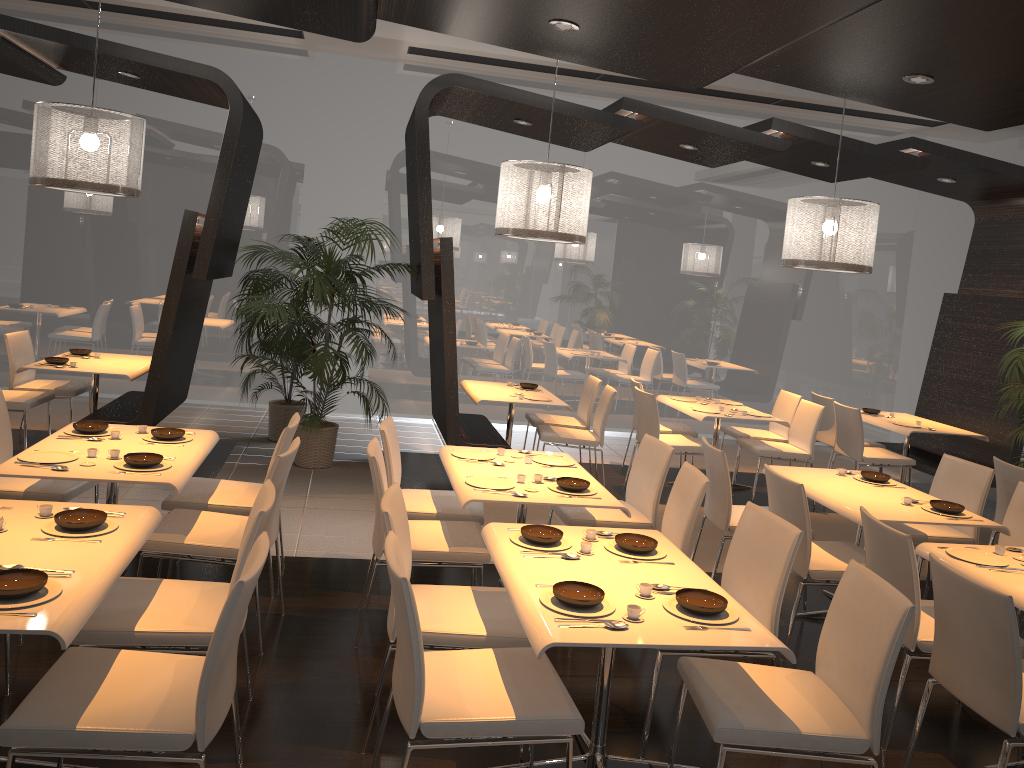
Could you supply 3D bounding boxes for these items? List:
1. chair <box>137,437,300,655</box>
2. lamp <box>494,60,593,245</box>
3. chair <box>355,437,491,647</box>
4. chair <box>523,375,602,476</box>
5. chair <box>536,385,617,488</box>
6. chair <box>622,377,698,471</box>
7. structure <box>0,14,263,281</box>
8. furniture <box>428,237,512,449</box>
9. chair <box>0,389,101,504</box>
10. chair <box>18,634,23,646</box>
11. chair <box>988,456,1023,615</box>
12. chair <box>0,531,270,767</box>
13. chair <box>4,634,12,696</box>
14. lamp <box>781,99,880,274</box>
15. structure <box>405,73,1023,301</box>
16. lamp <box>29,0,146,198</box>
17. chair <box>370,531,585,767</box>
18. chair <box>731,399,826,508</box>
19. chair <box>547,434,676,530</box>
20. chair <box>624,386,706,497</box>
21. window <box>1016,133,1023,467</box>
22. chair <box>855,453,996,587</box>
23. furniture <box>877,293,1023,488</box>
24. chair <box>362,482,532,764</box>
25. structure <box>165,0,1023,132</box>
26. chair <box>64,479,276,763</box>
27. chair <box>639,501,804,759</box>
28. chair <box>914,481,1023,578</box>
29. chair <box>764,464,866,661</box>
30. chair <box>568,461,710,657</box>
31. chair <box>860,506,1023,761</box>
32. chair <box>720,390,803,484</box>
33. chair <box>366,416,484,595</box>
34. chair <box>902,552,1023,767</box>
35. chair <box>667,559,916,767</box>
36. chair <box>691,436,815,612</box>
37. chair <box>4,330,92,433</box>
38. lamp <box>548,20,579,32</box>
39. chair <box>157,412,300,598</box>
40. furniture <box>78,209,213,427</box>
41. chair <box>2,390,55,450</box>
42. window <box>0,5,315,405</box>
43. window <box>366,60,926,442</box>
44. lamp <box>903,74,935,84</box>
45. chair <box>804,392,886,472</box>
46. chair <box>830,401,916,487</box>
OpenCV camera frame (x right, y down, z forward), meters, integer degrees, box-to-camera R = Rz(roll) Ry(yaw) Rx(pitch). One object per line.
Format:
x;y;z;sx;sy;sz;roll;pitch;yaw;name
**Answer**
-1.320;0.685;4.016;0.605;0.866;0.486;5;4;-3;chair
0.284;-1.940;5.992;0.628;1.923;0.628;7;3;17;lamp
-0.427;0.746;4.230;0.604;0.866;0.487;5;4;-8;chair
0.453;0.355;8.013;0.604;0.870;0.487;5;4;-8;chair
0.520;0.439;7.380;0.605;0.866;0.486;5;4;-3;chair
1.374;0.415;8.233;0.605;0.866;0.486;5;4;-3;chair
-5.012;-1.911;6.578;5.925;1.721;1.411;4;5;-10;structure
-0.380;-0.367;7.503;0.756;1.668;1.411;5;5;-11;furniture
-2.482;0.508;4.513;0.605;0.866;0.486;5;4;-3;chair
-2.351;0.607;3.835;0.604;0.866;0.487;5;4;-13;chair
3.358;0.953;5.546;0.605;0.870;0.486;5;4;-3;chair
-1.052;0.901;2.537;0.604;0.870;0.487;5;4;-8;chair
-2.123;0.730;3.042;0.605;0.866;0.486;5;4;-3;chair
2.371;-1.783;6.373;0.628;1.923;0.628;7;3;17;lamp
2.006;-1.384;7.860;5.925;1.721;1.411;4;5;-10;structure
-2.565;-2.154;5.472;0.625;1.923;0.631;3;4;-38;lamp
-0.131;0.960;2.771;0.604;0.866;0.487;5;4;-13;chair
2.335;0.573;7.731;0.604;0.866;0.487;5;4;-8;chair
0.545;0.739;5.037;0.604;0.866;0.487;5;4;-13;chair
1.335;0.502;7.533;0.604;0.870;0.487;5;4;-13;chair
6.144;-0.542;7.009;0.070;3.959;6.629;5;6;-11;window
2.507;0.886;5.399;0.604;0.866;0.487;5;4;-13;chair
4.180;-0.024;8.335;0.756;1.668;1.411;5;5;-11;furniture
-0.229;0.875;3.362;0.605;0.866;0.486;5;4;-3;chair
0.386;-1.030;3.770;10.647;1.729;2.922;4;6;-10;structure
-1.191;0.810;3.148;0.604;0.870;0.487;5;4;-13;chair
0.765;0.950;3.563;0.604;0.870;0.487;5;4;-13;chair
2.558;0.979;4.706;0.604;0.866;0.487;5;4;-8;chair
1.597;0.907;4.546;0.604;0.870;0.487;5;4;-8;chair
0.596;0.834;4.344;0.605;0.870;0.486;5;4;-3;chair
1.787;1.027;3.748;0.605;0.870;0.486;5;4;-3;chair
2.348;0.495;8.377;0.604;0.870;0.487;5;4;-8;chair
-0.457;0.665;4.846;0.605;0.866;0.486;5;4;-3;chair
1.803;1.108;3.123;0.604;0.870;0.487;5;4;-8;chair
0.891;1.046;2.884;0.605;0.866;0.486;5;4;-3;chair
1.396;0.802;5.204;0.605;0.866;0.486;5;4;-3;chair
-3.816;0.028;7.261;0.604;0.866;0.487;5;4;-8;chair
0.264;-1.831;4.483;0.160;0.050;0.161;4;7;-16;lamp
-1.459;0.594;4.628;0.604;0.866;0.487;5;4;-8;chair
-2.838;-0.551;7.054;0.756;1.668;1.411;5;5;-11;furniture
-3.829;0.109;6.615;0.604;0.866;0.487;5;4;-8;chair
-5.356;-1.904;8.836;6.570;3.965;0.070;5;3;-10;window
1.700;-1.374;10.125;6.570;3.965;0.070;5;3;-10;window
2.228;-1.684;4.842;0.161;0.050;0.162;5;7;-5;lamp
3.202;0.556;8.543;0.604;0.866;0.487;5;4;-8;chair
3.189;0.639;7.897;0.604;0.870;0.487;5;4;-8;chair
